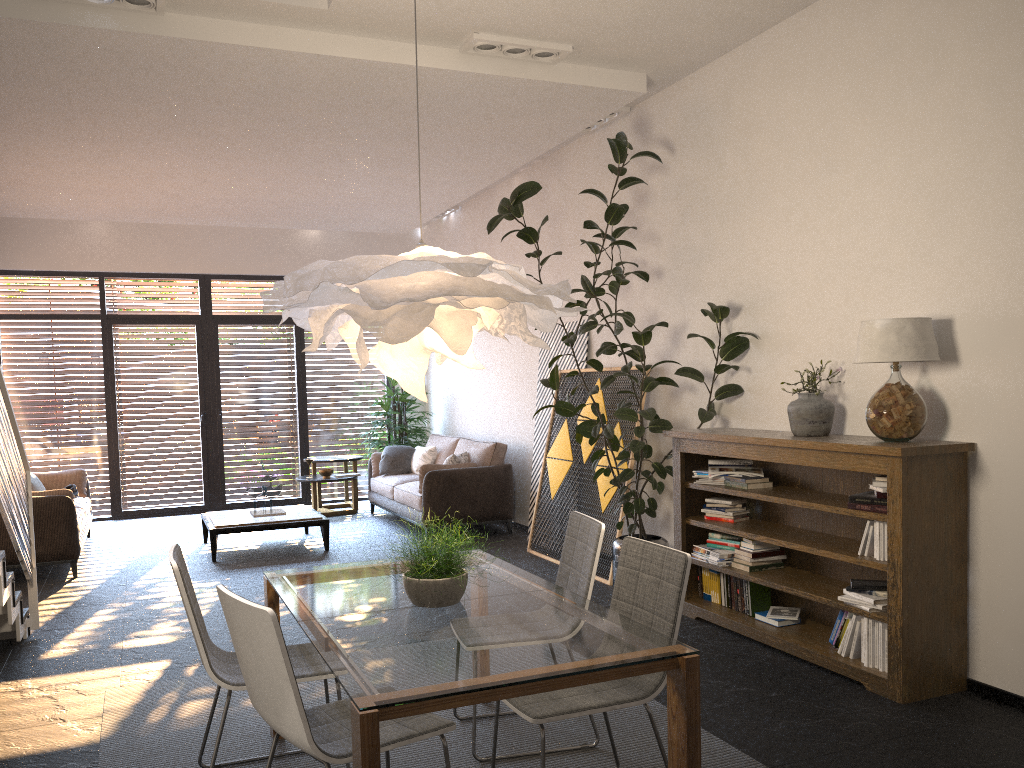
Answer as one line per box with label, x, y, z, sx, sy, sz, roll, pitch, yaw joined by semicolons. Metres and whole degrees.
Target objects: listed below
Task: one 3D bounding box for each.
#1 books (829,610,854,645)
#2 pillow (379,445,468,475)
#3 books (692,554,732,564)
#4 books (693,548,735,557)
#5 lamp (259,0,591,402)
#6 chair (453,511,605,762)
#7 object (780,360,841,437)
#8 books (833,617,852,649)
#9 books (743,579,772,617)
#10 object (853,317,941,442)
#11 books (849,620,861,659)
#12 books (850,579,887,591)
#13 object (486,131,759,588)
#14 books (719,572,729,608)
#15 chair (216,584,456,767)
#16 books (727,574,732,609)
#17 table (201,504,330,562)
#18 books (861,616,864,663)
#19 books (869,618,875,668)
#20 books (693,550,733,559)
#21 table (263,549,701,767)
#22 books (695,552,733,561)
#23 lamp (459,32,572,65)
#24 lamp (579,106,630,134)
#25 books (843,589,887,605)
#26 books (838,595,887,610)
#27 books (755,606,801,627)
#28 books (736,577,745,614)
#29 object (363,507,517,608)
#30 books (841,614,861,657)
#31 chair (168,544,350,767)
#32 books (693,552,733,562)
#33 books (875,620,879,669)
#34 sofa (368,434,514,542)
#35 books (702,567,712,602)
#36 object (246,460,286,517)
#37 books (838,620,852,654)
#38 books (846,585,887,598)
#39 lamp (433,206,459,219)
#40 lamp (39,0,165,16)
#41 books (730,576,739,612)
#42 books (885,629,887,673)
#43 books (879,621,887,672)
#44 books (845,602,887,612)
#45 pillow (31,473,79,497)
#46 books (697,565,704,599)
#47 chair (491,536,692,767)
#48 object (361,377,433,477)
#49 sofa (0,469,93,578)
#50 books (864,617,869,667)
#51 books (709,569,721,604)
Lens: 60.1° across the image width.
books;1.756;1.246;4.587;0.171;0.228;0.164;-2;2;-23
pillow;-0.962;0.866;9.557;0.618;0.344;1.891;-2;0;-23
books;1.282;1.070;5.456;0.218;0.008;0.304;-2;0;-18
books;1.286;1.027;5.447;0.218;0.008;0.304;-2;0;-19
lamp;-0.365;-2.545;3.016;1.117;5.227;1.059;-2;3;-12
chair;0.066;1.038;3.763;0.601;0.922;0.474;-2;3;-13
object;1.620;0.075;4.820;0.385;0.413;0.275;-3;3;-45
books;1.741;1.271;4.506;0.146;0.184;0.147;-2;2;-20
books;1.458;1.246;5.260;0.167;0.242;0.104;-2;3;-23
object;1.837;-0.015;4.237;0.389;0.584;0.388;0;3;36
books;1.755;1.259;4.388;0.155;0.204;0.072;-2;3;-23
books;1.772;0.982;4.321;0.221;0.023;0.147;-1;0;18
object;0.735;-0.123;6.055;2.010;3.209;0.905;1;4;45
books;1.370;1.250;5.485;0.167;0.242;0.099;-2;3;-23
chair;-0.532;1.056;2.714;0.600;0.922;0.474;-3;3;-37
books;1.397;1.248;5.434;0.171;0.241;0.055;-2;3;-23
table;-2.370;1.397;8.445;1.048;0.308;1.114;-2;0;-23
books;1.792;1.238;4.351;0.175;0.244;0.024;-2;3;-23
books;1.799;1.238;4.278;0.174;0.244;0.019;-2;3;-23
books;1.285;1.041;5.451;0.218;0.008;0.288;-2;0;-19
table;-0.257;1.149;3.215;0.996;0.716;1.798;-2;1;-23
books;1.286;1.051;5.457;0.218;0.008;0.288;-2;0;-17
lamp;0.023;-2.058;5.406;0.644;0.066;0.253;-2;0;-23
lamp;0.647;-2.078;6.914;0.253;0.066;0.644;-2;0;-23
books;1.761;1.028;4.310;0.175;0.024;0.243;-2;0;-13
books;1.742;1.051;4.302;0.174;0.019;0.243;-2;0;-33
books;1.525;1.336;5.089;0.258;0.050;0.270;-1;0;22
books;1.441;1.247;5.330;0.171;0.242;0.084;-2;3;-23
object;-0.261;0.625;3.202;0.531;0.368;0.667;-2;1;-28
books;1.743;1.242;4.410;0.174;0.235;0.100;-2;3;-23
chair;-0.954;1.066;3.348;0.601;0.922;0.474;-2;3;-20
books;1.286;1.057;5.457;0.218;0.008;0.288;-2;0;-17
books;1.822;1.238;4.267;0.174;0.244;0.019;-2;3;-23
sofa;-0.825;1.048;9.583;0.992;0.922;2.318;-2;1;-23
books;1.309;1.253;5.644;0.171;0.235;0.100;-2;3;-23
object;-1.558;-1.010;4.152;0.365;4.485;8.892;-2;1;-11
books;1.730;1.263;4.448;0.155;0.194;0.104;-2;3;-23
books;1.767;1.004;4.327;0.155;0.022;0.205;-2;0;-43
lamp;-0.853;-2.046;10.455;0.253;0.066;0.644;-2;0;-23
lamp;-2.114;-1.998;4.506;0.644;0.066;0.253;-2;0;-23
books;1.418;1.256;5.386;0.171;0.225;0.083;-2;3;-23
books;1.834;1.256;4.202;0.155;0.206;0.020;-2;3;-23
books;1.823;1.238;4.221;0.174;0.244;0.019;-2;3;-23
books;1.742;1.071;4.308;0.155;0.020;0.205;-2;0;-13
pillow;-4.790;1.037;8.446;0.955;0.710;1.016;-2;1;1
books;1.282;1.249;5.707;0.171;0.242;0.084;-2;3;-23
chair;0.265;1.034;3.050;0.601;0.922;0.474;-3;3;-23
object;-1.436;0.658;11.068;0.913;1.728;0.976;0;3;32
sofa;-4.427;1.149;8.066;0.992;0.922;2.318;-2;1;-23
books;1.782;1.239;4.295;0.175;0.244;0.024;-2;3;-23
books;1.341;1.251;5.568;0.171;0.236;0.107;-2;3;-23
